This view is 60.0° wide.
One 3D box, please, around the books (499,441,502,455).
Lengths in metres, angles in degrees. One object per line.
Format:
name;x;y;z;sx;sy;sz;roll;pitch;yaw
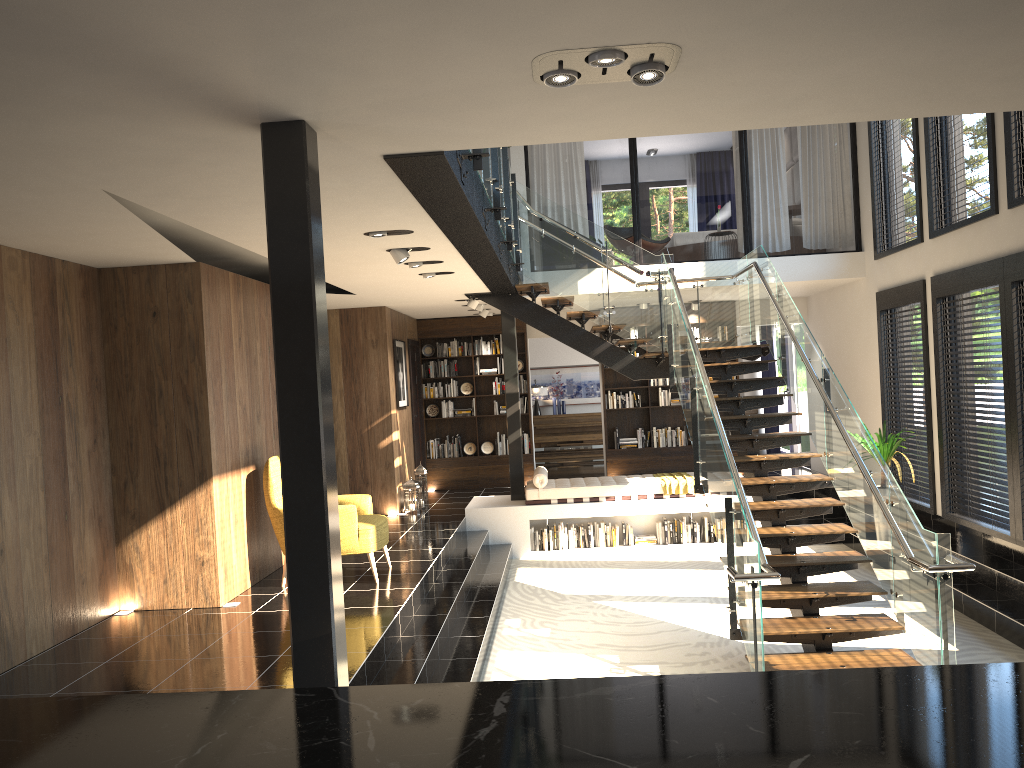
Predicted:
books;-0.173;1.002;13.924;0.034;0.215;0.104;-3;1;3

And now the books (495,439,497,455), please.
books;-0.243;0.991;13.934;0.023;0.244;0.135;-3;1;3

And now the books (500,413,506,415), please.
books;-0.055;0.462;13.913;0.245;0.021;0.159;-3;0;5

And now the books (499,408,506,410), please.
books;-0.059;0.384;13.916;0.266;0.019;0.157;-3;0;5

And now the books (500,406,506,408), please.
books;-0.060;0.359;13.924;0.239;0.031;0.146;-3;0;3

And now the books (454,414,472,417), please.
books;-0.764;0.494;13.943;0.262;0.032;0.154;-3;0;5

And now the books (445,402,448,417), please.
books;-1.021;0.402;13.962;0.032;0.245;0.120;-3;1;3

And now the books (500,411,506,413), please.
books;-0.057;0.437;13.902;0.271;0.028;0.174;-3;0;-1

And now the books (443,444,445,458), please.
books;-1.062;1.055;13.980;0.029;0.207;0.166;-3;1;3

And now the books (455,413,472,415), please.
books;-0.766;0.468;13.945;0.266;0.021;0.152;-3;0;2

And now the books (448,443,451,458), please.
books;-0.972;1.042;13.974;0.034;0.223;0.208;-3;1;3

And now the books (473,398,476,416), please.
books;-0.582;0.358;13.906;0.018;0.286;0.157;-3;1;3

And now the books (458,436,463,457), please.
books;-0.807;0.986;13.944;0.042;0.315;0.193;-3;1;3

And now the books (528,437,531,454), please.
books;0.278;0.961;13.885;0.029;0.247;0.139;-3;1;3

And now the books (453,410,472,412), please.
books;-0.770;0.416;13.932;0.293;0.016;0.174;-3;0;2

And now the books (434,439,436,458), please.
books;-1.196;1.014;13.965;0.016;0.304;0.217;-3;1;3

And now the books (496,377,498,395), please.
books;-0.226;0.028;13.872;0.019;0.272;0.175;-3;1;3

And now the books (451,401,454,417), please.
books;-0.934;0.393;13.961;0.030;0.253;0.138;-3;1;3

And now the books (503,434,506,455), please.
books;-0.113;0.946;13.904;0.019;0.321;0.161;-3;1;3

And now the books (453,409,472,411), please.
books;-0.770;0.402;13.924;0.292;0.013;0.187;-3;0;6

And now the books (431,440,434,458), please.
books;-1.239;1.026;13.994;0.030;0.283;0.170;-3;1;3

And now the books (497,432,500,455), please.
books;-0.205;0.931;13.880;0.017;0.359;0.189;-3;1;3

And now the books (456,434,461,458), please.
books;-0.840;0.968;13.922;0.019;0.356;0.235;-3;1;3

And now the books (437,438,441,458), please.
books;-1.145;1.010;13.983;0.020;0.304;0.189;-3;1;3

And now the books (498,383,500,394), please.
books;-0.200;0.072;13.876;0.028;0.180;0.130;-3;1;3

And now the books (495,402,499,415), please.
books;-0.229;0.378;13.898;0.036;0.206;0.215;-3;0;3

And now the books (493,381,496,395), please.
books;-0.274;0.061;13.901;0.033;0.211;0.132;-3;1;3

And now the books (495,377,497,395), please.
books;-0.247;0.025;13.891;0.025;0.280;0.145;-3;1;3

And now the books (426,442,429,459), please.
books;-1.315;1.041;14.006;0.032;0.262;0.194;-3;1;3

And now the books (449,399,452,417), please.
books;-0.967;0.382;13.944;0.032;0.279;0.133;-3;1;3

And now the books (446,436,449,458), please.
books;-1.002;0.984;13.936;0.016;0.341;0.217;-3;1;3

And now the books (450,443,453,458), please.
books;-0.937;1.040;13.972;0.036;0.222;0.173;-3;1;3

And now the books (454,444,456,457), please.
books;-0.886;1.044;13.969;0.033;0.208;0.192;-3;1;3

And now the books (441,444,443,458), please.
books;-1.089;1.051;13.955;0.021;0.217;0.220;-3;1;3

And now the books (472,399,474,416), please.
books;-0.605;0.371;13.932;0.032;0.262;0.157;-3;1;3

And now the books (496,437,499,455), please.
books;-0.221;0.973;13.924;0.024;0.278;0.135;-3;1;3

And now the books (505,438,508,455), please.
books;-0.084;0.979;13.924;0.034;0.250;0.114;-3;1;3

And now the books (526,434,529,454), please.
books;0.247;0.933;13.876;0.029;0.306;0.149;-3;1;3

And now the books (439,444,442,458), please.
books;-1.114;1.055;14.004;0.035;0.212;0.159;-3;1;3

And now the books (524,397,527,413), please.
books;0.213;0.330;13.860;0.047;0.253;0.210;-3;1;3

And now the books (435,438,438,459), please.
books;-1.181;1.012;13.958;0.015;0.306;0.222;-3;1;3

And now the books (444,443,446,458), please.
books;-1.035;1.046;13.968;0.026;0.222;0.209;-3;1;3

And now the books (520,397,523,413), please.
books;0.160;0.332;13.915;0.038;0.257;0.138;-3;1;3

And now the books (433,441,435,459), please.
books;-1.215;1.032;13.962;0.022;0.269;0.216;-3;1;3

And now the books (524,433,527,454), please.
books;0.216;0.931;13.884;0.035;0.315;0.168;-3;1;3

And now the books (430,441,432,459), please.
books;-1.262;1.028;13.978;0.014;0.282;0.232;-3;1;3

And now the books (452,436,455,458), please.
books;-0.915;0.989;13.949;0.016;0.322;0.218;-3;1;3

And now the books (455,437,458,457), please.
books;-0.860;0.995;13.947;0.027;0.304;0.204;-3;1;3

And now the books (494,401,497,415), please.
books;-0.260;0.371;13.928;0.028;0.224;0.161;-3;1;3

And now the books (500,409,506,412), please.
books;-0.058;0.408;13.910;0.263;0.030;0.159;-3;0;0

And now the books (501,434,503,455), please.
books;-0.150;0.950;13.921;0.019;0.317;0.122;-3;1;3

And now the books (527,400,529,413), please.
books;0.250;0.353;13.887;0.021;0.204;0.169;-3;1;3

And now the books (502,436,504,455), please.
books;-0.130;0.962;13.922;0.019;0.289;0.145;-3;1;3

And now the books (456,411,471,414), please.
books;-0.767;0.441;13.945;0.244;0.033;0.142;-3;0;-1

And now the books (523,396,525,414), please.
books;0.183;0.325;13.866;0.013;0.267;0.177;-3;1;3

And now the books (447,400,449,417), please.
books;-0.994;0.390;13.954;0.024;0.265;0.147;-3;1;3

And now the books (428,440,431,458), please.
books;-1.283;1.026;14.011;0.032;0.288;0.179;-3;1;3

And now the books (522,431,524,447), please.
books;0.165;0.914;13.882;0.065;0.354;0.164;-3;1;3

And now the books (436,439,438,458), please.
books;-1.163;1.013;13.991;0.018;0.302;0.195;-3;1;3
